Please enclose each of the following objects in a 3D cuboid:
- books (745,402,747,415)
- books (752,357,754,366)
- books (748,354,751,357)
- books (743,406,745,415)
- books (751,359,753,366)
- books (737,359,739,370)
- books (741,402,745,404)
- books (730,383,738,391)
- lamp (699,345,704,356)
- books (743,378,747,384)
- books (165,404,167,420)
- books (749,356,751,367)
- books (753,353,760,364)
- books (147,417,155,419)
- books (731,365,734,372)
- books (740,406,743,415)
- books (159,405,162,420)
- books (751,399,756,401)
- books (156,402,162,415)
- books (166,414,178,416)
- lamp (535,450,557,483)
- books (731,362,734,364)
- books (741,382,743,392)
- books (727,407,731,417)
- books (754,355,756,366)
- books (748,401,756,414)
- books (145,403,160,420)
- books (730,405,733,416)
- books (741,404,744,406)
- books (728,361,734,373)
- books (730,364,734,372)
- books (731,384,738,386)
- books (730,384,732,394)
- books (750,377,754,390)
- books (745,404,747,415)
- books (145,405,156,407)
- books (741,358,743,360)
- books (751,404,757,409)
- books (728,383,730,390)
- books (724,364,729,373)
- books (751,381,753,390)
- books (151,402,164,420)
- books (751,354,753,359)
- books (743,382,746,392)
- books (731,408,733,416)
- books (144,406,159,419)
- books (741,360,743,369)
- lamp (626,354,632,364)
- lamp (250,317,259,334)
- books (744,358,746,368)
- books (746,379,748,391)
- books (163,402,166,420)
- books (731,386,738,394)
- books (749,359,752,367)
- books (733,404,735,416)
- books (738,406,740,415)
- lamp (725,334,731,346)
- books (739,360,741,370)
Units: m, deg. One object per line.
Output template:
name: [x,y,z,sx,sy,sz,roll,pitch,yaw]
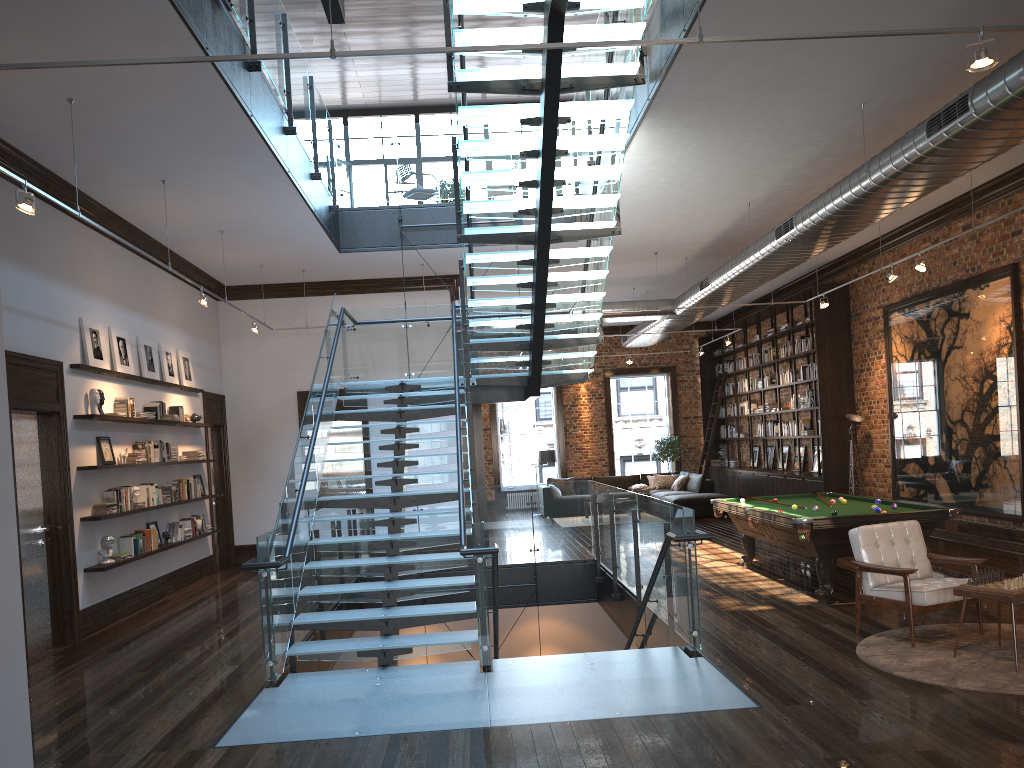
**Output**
books: [5.318,0.547,19.889,0.183,0.284,0.011,-3,1,-3]
books: [5.291,-0.482,19.170,0.172,0.225,0.030,-3,1,-3]
books: [5.288,-0.503,19.519,0.166,0.316,0.016,-3,1,-3]
books: [5.320,0.597,20.065,0.186,0.208,0.017,-3,1,-3]
books: [5.290,-0.455,19.267,0.176,0.185,0.035,-3,1,-3]
books: [5.244,-0.430,20.260,0.183,0.275,0.013,-3,1,-3]
books: [5.312,0.565,20.198,0.169,0.290,0.026,-3,1,-3]
books: [5.244,0.117,20.912,0.190,0.281,0.006,-3,1,-3]
lamp: [4.159,-0.729,19.440,0.114,0.230,0.113,-3,0,36]
books: [5.286,0.031,19.911,0.171,0.315,0.014,-3,1,-3]
books: [-4.331,0.346,10.886,0.163,0.214,0.023,-3,1,-3]
books: [5.278,-0.487,19.387,0.192,0.267,0.016,-3,1,-3]
books: [5.294,-0.517,19.124,0.176,0.289,0.030,-3,1,-3]
books: [-4.315,0.406,10.424,0.141,0.011,0.286,-3,-4,-2]
books: [5.232,-0.355,20.756,0.170,0.195,0.083,-3,0,-3]
books: [5.291,0.605,20.120,0.236,0.202,0.046,-3,1,-3]
books: [-4.304,0.347,10.666,0.166,0.180,0.028,-3,1,-3]
books: [5.347,0.509,19.700,0.161,0.331,0.006,-3,1,-3]
books: [-4.320,0.333,10.729,0.155,0.217,0.011,-3,1,-3]
books: [-4.364,0.406,11.352,0.116,0.021,0.192,-3,-4,-8]
lamp: [0.708,2.229,19.899,0.688,1.467,0.418,-3,1,27]
books: [5.228,-0.380,20.841,0.129,0.253,0.014,-3,1,-3]
books: [5.277,0.071,20.064,0.174,0.256,0.027,-3,1,-3]
books: [5.244,0.662,21.098,0.231,0.225,0.024,-3,1,-3]
books: [5.297,-0.502,19.071,0.185,0.253,0.030,-3,1,-3]
books: [5.328,0.531,19.679,0.189,0.287,0.013,-3,1,-3]
books: [-4.313,0.332,10.641,0.156,0.208,0.022,-3,1,-3]
books: [5.271,0.637,21.029,0.180,0.263,0.015,-3,1,-3]
books: [5.312,0.576,20.164,0.177,0.264,0.041,-3,1,-3]
books: [5.201,-0.388,20.885,0.190,0.280,0.017,-3,1,-3]
books: [5.214,-0.362,20.806,0.173,0.214,0.024,-3,1,-3]
books: [5.247,0.130,20.840,0.166,0.250,0.079,-3,1,-3]
books: [5.237,0.129,20.885,0.183,0.254,0.046,-3,1,-3]
books: [5.312,-0.003,19.414,0.183,0.314,0.013,-3,1,-3]
books: [5.316,0.560,19.833,0.184,0.252,0.014,-3,1,-3]
books: [-4.325,0.342,10.608,0.126,0.184,0.042,-3,1,-3]
books: [5.269,-0.451,20.055,0.159,0.285,0.014,-3,1,-3]
books: [5.350,0.554,19.629,0.147,0.232,0.036,-3,1,-3]
books: [5.231,0.122,21.061,0.184,0.293,0.006,-3,1,-3]
books: [5.175,-0.359,21.097,0.235,0.252,0.028,-3,1,-3]
books: [5.321,0.039,19.338,0.182,0.218,0.034,-3,1,-3]
books: [-4.326,0.335,10.803,0.162,0.226,0.011,-3,1,-3]
books: [5.292,-0.504,19.291,0.159,0.286,0.014,-3,1,-3]
books: [5.291,0.065,19.887,0.181,0.242,0.036,-3,1,-3]
books: [5.270,0.664,20.933,0.175,0.195,0.031,-3,1,-3]
books: [-4.307,0.351,10.585,0.167,0.161,0.037,-3,1,-3]
books: [5.255,-0.428,20.031,0.156,0.238,0.033,-3,1,-3]
lamp: [2.703,-0.576,20.435,0.113,0.230,0.114,-3,0,-34]
lamp: [-3.465,-0.784,11.904,0.114,0.230,0.113,-3,0,43]
books: [5.269,-0.457,19.803,0.160,0.265,0.011,-3,1,-3]
books: [5.298,0.029,19.683,0.178,0.286,0.087,-3,1,-3]
books: [-4.320,0.339,10.820,0.166,0.219,0.021,-3,1,-3]
books: [5.241,0.149,20.820,0.185,0.210,0.069,-3,1,-3]
books: [5.275,-0.458,19.325,0.187,0.200,0.030,-3,1,-3]
books: [5.276,0.615,20.824,0.164,0.278,0.013,-3,1,-3]
books: [5.302,0.611,20.445,0.171,0.232,0.015,-3,1,-3]
lamp: [4.255,-0.869,17.436,0.113,0.230,0.114,-3,0,-27]
books: [5.255,-0.429,20.138,0.178,0.255,0.036,-3,1,-3]
